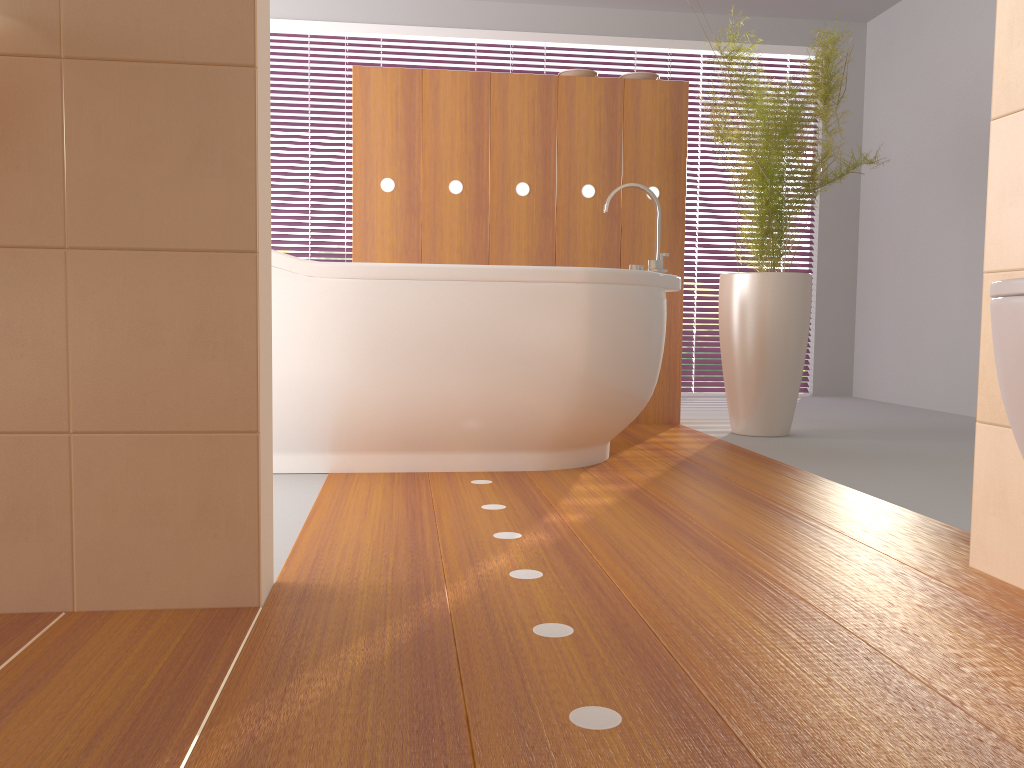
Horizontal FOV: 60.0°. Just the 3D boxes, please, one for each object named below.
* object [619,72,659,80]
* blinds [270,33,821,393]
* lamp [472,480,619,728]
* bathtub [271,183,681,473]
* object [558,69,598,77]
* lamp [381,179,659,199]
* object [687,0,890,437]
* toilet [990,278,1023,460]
[{"bbox_3d":[0.554,-1.313,3.864,0.173,0.046,0.173,0,4,-7],"label":"object"},{"bbox_3d":[-0.488,-0.964,5.153,4.712,2.022,0.032,0,4,-7],"label":"blinds"},{"bbox_3d":[-1.460,0.360,0.812,3.173,0.001,2.893,0,4,-7],"label":"lamp"},{"bbox_3d":[-0.371,-0.220,2.869,1.874,0.900,0.888,0,4,-7],"label":"bathtub"},{"bbox_3d":[0.285,-1.314,3.831,0.173,0.046,0.173,0,4,-7],"label":"object"},{"bbox_3d":[0.045,-0.813,3.703,1.169,0.052,0.001,0,4,-7],"label":"lamp"},{"bbox_3d":[1.102,-0.573,3.477,0.683,1.557,1.335,3,4,25],"label":"object"},{"bbox_3d":[0.677,0.114,0.745,0.534,0.400,0.375,0,4,-7],"label":"toilet"}]
